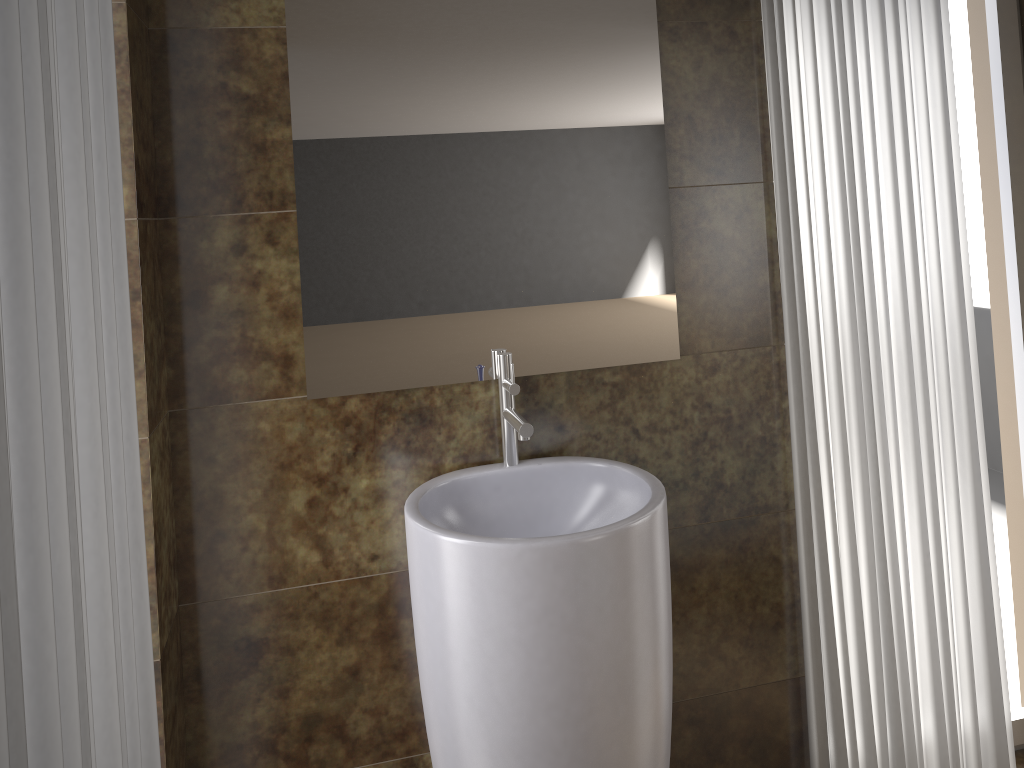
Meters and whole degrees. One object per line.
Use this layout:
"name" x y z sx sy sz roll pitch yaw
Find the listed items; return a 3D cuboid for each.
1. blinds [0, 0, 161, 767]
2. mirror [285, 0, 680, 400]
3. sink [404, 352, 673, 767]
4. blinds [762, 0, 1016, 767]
"blinds" -0.419 0.126 0.847 0.068 2.252 0.600 -3 -1 -13
"mirror" -0.053 -0.551 1.756 0.771 1.080 0.008 -4 -1 -13
"sink" 0.063 0.537 1.510 0.460 1.124 0.438 -4 0 -10
"blinds" 0.821 -0.175 1.909 0.521 2.241 0.067 -3 -1 -13
